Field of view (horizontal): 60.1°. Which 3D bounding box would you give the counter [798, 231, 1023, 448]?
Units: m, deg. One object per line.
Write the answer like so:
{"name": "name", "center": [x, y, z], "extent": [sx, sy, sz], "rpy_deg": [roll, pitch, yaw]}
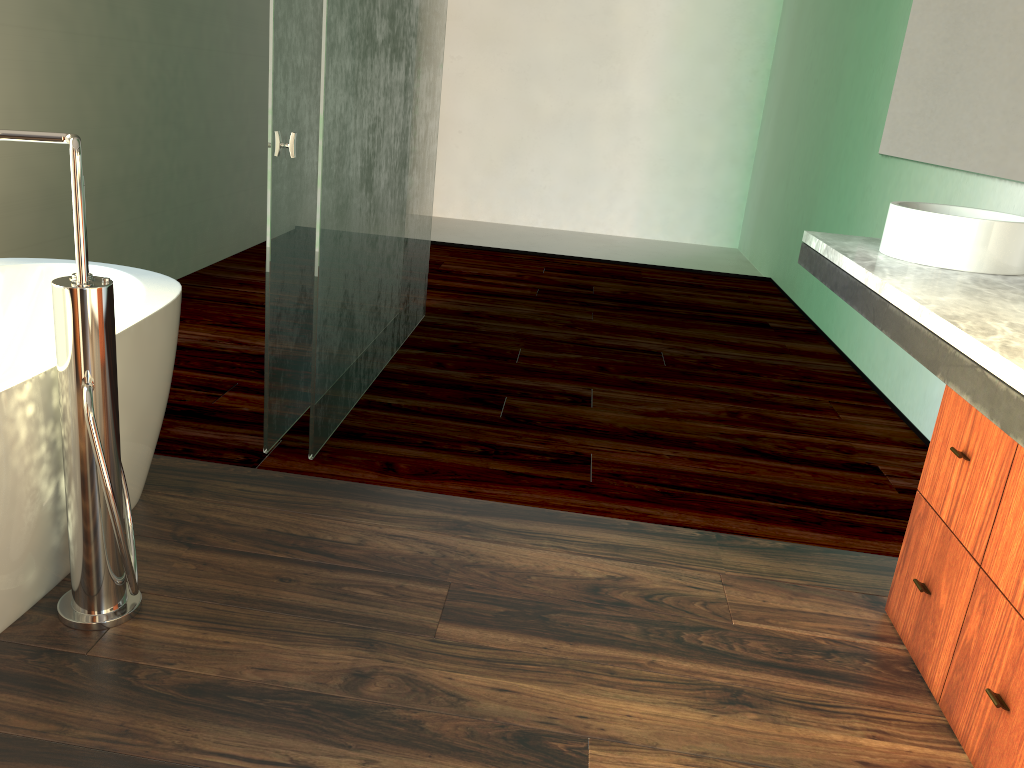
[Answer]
{"name": "counter", "center": [1.080, -0.041, 1.632], "extent": [0.589, 0.101, 2.246], "rpy_deg": [6, 18, 3]}

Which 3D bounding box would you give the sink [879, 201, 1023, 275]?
{"name": "sink", "center": [1.176, -0.390, 2.337], "extent": [0.359, 0.131, 0.354], "rpy_deg": [8, 18, 7]}

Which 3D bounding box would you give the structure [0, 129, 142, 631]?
{"name": "structure", "center": [-0.756, 0.028, 1.561], "extent": [0.239, 0.898, 0.282], "rpy_deg": [-12, 26, -43]}

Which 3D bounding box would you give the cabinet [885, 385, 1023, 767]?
{"name": "cabinet", "center": [1.065, 0.351, 1.551], "extent": [0.514, 0.600, 0.655], "rpy_deg": [7, 18, 4]}

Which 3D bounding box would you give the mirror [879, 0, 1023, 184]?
{"name": "mirror", "center": [1.489, -0.926, 1.773], "extent": [0.017, 1.154, 4.057], "rpy_deg": [7, 18, 3]}

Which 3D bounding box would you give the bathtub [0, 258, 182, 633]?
{"name": "bathtub", "center": [-1.230, 0.141, 1.758], "extent": [0.768, 0.486, 1.612], "rpy_deg": [7, 18, 3]}
